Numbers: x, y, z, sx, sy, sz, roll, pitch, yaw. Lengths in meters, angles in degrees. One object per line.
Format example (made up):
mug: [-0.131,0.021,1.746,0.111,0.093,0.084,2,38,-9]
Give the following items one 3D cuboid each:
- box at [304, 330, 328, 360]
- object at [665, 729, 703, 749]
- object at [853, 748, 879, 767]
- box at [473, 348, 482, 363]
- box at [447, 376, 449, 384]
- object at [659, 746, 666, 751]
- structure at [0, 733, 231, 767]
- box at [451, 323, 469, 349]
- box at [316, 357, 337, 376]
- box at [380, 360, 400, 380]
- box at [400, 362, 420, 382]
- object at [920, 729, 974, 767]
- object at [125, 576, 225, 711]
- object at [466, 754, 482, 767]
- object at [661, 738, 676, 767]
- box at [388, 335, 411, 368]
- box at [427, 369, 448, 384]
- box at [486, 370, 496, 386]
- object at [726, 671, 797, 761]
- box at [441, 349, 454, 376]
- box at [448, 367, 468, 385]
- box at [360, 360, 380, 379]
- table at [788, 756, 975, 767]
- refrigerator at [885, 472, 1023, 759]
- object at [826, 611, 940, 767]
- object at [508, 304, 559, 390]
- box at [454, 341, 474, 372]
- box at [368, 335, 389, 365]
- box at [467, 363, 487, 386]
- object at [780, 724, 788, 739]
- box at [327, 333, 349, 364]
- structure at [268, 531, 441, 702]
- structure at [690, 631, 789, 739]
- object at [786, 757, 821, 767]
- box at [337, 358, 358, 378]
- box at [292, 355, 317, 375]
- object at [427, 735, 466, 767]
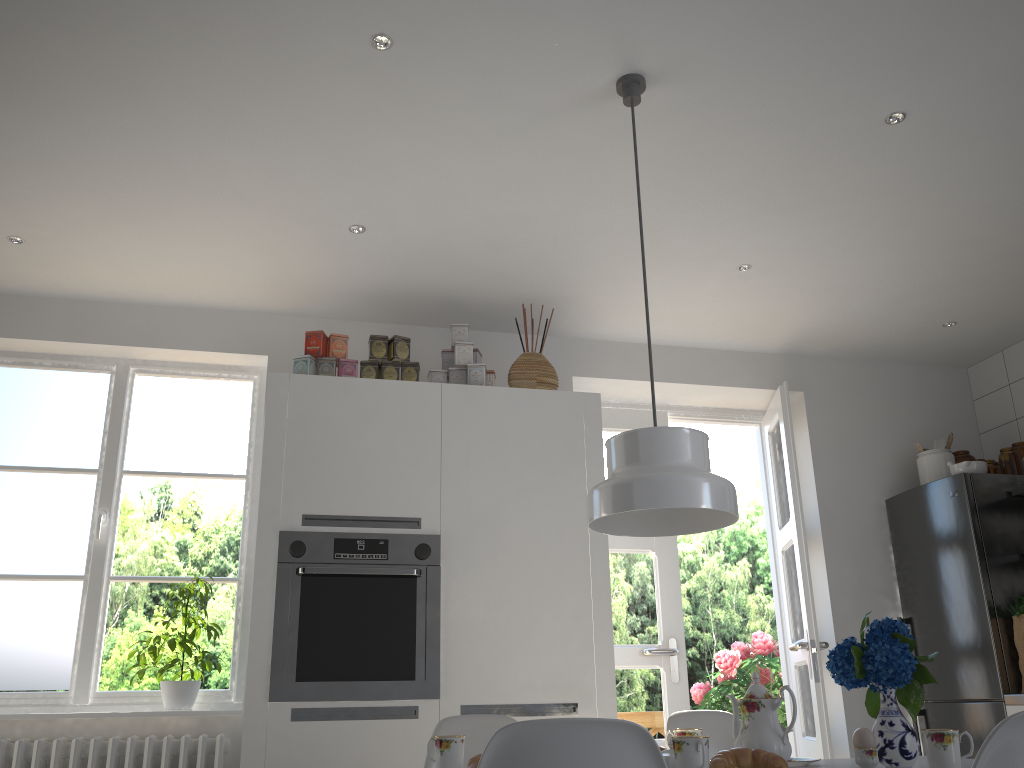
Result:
box: [-0.813,-0.156,3.679,0.081,0.109,0.082,-3,-19,6]
object: [0.463,0.964,2.346,0.091,0.094,0.079,4,-20,-14]
object: [0.747,0.796,1.865,0.048,0.057,0.048,-11,-21,25]
box: [-0.177,-0.089,3.891,0.081,0.109,0.082,-5,-19,11]
box: [-0.283,0.033,3.904,0.081,0.109,0.081,-17,-25,39]
object: [0.347,0.927,2.210,0.161,0.057,0.125,-18,-26,38]
structure: [-2.113,1.655,3.114,2.101,0.752,0.177,4,-19,-13]
box: [-0.229,-0.201,3.898,0.081,0.109,0.082,0,-19,-3]
box: [-0.767,-0.046,3.665,0.081,0.109,0.082,2,-19,-8]
box: [-0.512,-0.033,3.713,0.081,0.109,0.082,3,-19,-13]
box: [-0.428,-0.029,3.728,0.081,0.109,0.082,0,-19,-3]
object: [0.945,0.803,1.932,0.091,0.094,0.079,6,-20,-19]
object: [-1.358,1.053,3.603,0.375,0.524,0.331,7,-20,-22]
object: [-0.033,0.804,1.854,0.124,0.057,0.162,-18,-26,38]
object: [0.369,0.858,2.036,0.140,0.083,0.189,4,-20,-13]
box: [-0.479,-0.138,3.743,0.081,0.109,0.081,11,-22,-31]
box: [-0.321,0.001,3.815,0.081,0.109,0.082,3,-19,-13]
box: [-0.111,0.005,3.836,0.081,0.109,0.082,-2,-19,1]
object: [0.591,0.798,2.095,0.140,0.228,0.151,-3,-19,4]
box: [-0.270,-0.088,3.890,0.081,0.109,0.082,0,-19,-3]
box: [-0.230,-0.007,3.798,0.081,0.109,0.082,-2,-19,1]
box: [-0.592,-0.034,3.705,0.081,0.109,0.082,-2,-19,1]
table: [0.436,1.213,1.942,1.826,0.653,0.823,4,-20,-13]
refrigerator: [2.288,1.362,4.074,0.694,1.779,0.583,3,-19,-13]
object: [0.928,0.756,2.205,0.236,0.372,0.269,3,-19,-11]
object: [0.090,-0.135,3.867,0.229,0.447,0.092,3,-19,-12]
box: [-0.209,-0.118,3.813,0.081,0.109,0.082,2,-19,-8]
box: [-0.563,-0.141,3.730,0.081,0.109,0.082,3,-19,-13]
box: [-0.149,-0.023,3.759,0.081,0.109,0.082,-2,-19,1]
object: [0.707,0.934,2.348,0.048,0.062,0.048,2,-19,-9]
box: [-0.732,-0.145,3.713,0.081,0.109,0.082,7,-21,-22]
structure: [-0.538,0.900,3.410,0.727,0.602,0.325,4,-19,-13]
structure: [1.651,2.274,5.786,1.176,1.265,1.276,3,-20,-12]
object: [0.708,0.994,2.329,0.201,0.015,0.203,2,-20,-8]
box: [-0.686,-0.039,3.687,0.081,0.109,0.082,5,-20,-17]
box: [-0.850,-0.053,3.640,0.081,0.109,0.082,-7,-20,16]
object: [-0.152,0.896,2.128,0.078,0.094,0.092,8,-21,-25]
